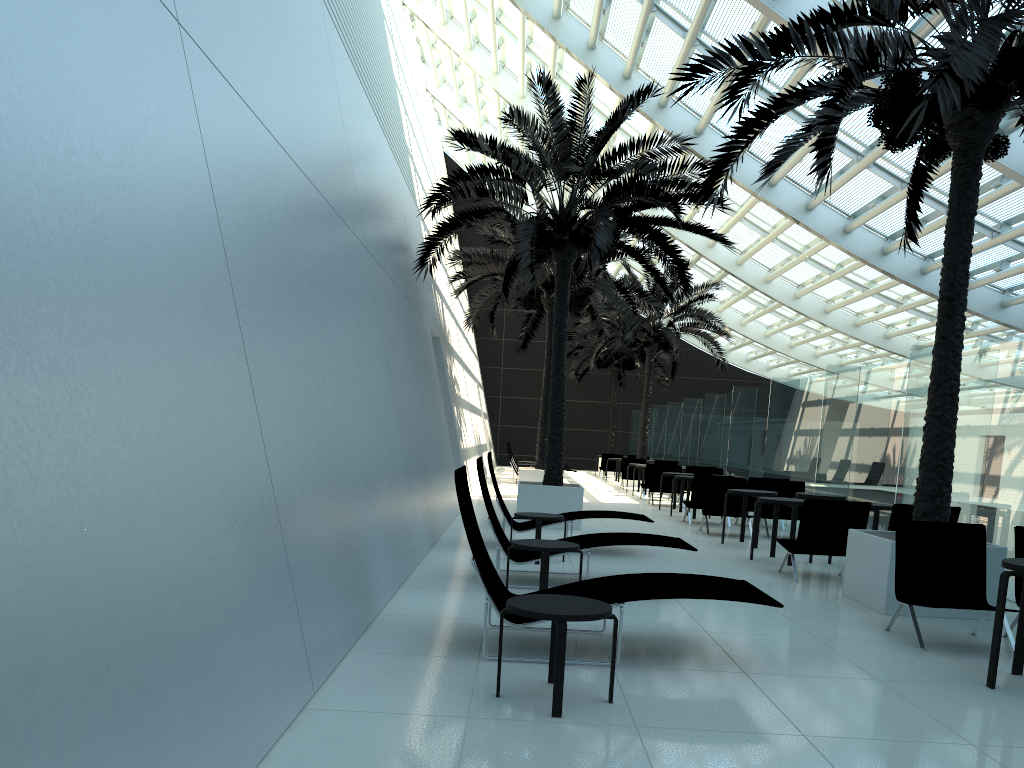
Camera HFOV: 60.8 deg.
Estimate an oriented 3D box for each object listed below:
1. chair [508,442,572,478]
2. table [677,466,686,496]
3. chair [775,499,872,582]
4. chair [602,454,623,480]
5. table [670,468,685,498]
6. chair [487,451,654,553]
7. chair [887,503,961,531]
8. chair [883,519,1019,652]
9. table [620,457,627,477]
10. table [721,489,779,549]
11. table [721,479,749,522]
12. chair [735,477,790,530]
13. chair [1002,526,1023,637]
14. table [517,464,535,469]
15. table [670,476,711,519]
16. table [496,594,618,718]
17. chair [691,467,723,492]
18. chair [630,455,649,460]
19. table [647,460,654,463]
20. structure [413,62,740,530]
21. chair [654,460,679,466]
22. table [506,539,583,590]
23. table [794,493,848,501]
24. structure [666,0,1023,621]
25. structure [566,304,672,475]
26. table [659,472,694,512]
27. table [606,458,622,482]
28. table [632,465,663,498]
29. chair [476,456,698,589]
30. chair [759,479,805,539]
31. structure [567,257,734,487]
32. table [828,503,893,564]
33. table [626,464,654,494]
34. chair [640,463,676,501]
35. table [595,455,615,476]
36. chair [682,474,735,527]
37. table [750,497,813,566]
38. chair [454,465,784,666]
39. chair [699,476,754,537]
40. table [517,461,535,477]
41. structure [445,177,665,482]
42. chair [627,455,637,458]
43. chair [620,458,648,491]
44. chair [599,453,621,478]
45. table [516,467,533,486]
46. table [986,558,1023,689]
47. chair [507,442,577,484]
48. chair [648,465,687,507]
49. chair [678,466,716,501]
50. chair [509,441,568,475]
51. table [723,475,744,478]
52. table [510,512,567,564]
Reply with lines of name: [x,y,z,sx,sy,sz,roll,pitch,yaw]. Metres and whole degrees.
chair: [0.870,2.462,27.619,2.036,1.170,0.913,3,3,0]
table: [4.465,2.617,23.615,0.674,0.789,0.678,5,3,39]
chair: [3.378,1.684,9.576,0.716,0.896,0.879,3,2,1]
chair: [3.578,2.919,30.577,0.716,0.896,0.879,3,2,1]
table: [4.442,2.532,22.185,0.673,0.789,0.679,6,4,43]
chair: [0.698,1.476,10.862,2.036,1.170,0.913,3,3,0]
chair: [4.309,1.733,9.573,0.716,0.896,0.879,3,2,1]
chair: [3.331,1.500,6.452,0.716,0.896,0.879,3,2,1]
table: [4.557,3.195,33.453,0.680,0.789,0.672,1,4,-42]
table: [3.382,1.904,12.375,0.674,0.789,0.678,5,3,39]
table: [4.384,2.200,16.546,0.673,0.789,0.679,6,4,43]
chair: [4.368,2.074,15.363,0.716,0.896,0.879,3,2,1]
chair: [4.262,1.549,6.449,0.716,0.896,0.879,3,2,1]
table: [0.459,2.701,26.498,0.549,0.522,0.554,5,2,43]
table: [3.416,2.149,16.549,0.673,0.789,0.679,6,4,43]
table: [0.235,1.413,4.600,0.549,0.522,0.554,5,2,43]
chair: [4.394,2.305,19.306,0.716,0.896,0.879,3,2,1]
chair: [4.509,2.968,30.574,0.716,0.896,0.879,3,2,1]
table: [4.523,2.950,29.279,0.674,0.789,0.678,5,3,39]
structure: [0.842,-1.200,13.302,4.649,6.906,4.222,2,4,-21]
chair: [4.451,2.634,24.886,0.716,0.896,0.879,3,2,1]
table: [0.261,1.564,7.171,0.549,0.522,0.554,5,2,43]
table: [4.350,1.955,12.372,0.674,0.789,0.678,5,3,39]
structure: [3.943,-1.463,7.565,4.801,7.094,4.412,4,4,19]
structure: [4.243,0.142,34.837,4.464,7.092,4.747,1,4,-21]
table: [3.440,2.236,18.014,0.674,0.789,0.678,5,3,39]
table: [3.555,2.899,29.282,0.674,0.789,0.678,5,3,39]
table: [3.473,2.481,22.188,0.673,0.789,0.679,6,4,43]
chair: [0.672,1.325,8.291,2.036,1.170,0.913,3,3,0]
chair: [4.336,1.973,13.654,0.716,0.896,0.879,3,2,1]
structure: [4.133,-0.338,26.697,4.827,7.094,4.388,3,4,-6]
table: [4.325,1.860,10.756,0.673,0.789,0.679,6,4,43]
table: [3.497,2.566,23.618,0.674,0.789,0.678,5,3,39]
chair: [3.495,2.357,21.005,0.716,0.896,0.879,3,2,1]
table: [3.588,3.144,33.456,0.680,0.789,0.672,1,4,-42]
chair: [3.437,2.025,15.366,0.716,0.896,0.879,3,2,1]
table: [3.356,1.809,10.759,0.673,0.789,0.679,6,4,43]
chair: [0.646,1.173,5.721,2.036,1.170,0.913,3,3,0]
chair: [3.405,1.924,13.658,0.716,0.896,0.879,3,2,1]
table: [0.486,2.857,29.149,0.549,0.522,0.554,5,2,43]
structure: [0.700,-0.889,19.297,4.253,6.967,4.618,6,5,34]
chair: [4.541,3.069,32.270,0.716,0.896,0.879,3,2,1]
chair: [3.520,2.584,24.889,0.716,0.896,0.879,3,2,1]
chair: [3.610,3.019,32.273,0.716,0.896,0.879,3,2,1]
table: [0.433,2.550,23.927,0.549,0.522,0.553,4,2,39]
table: [3.310,1.487,5.284,0.680,0.789,0.672,1,4,-42]
chair: [0.844,2.310,25.048,2.036,1.170,0.913,3,3,0]
chair: [3.463,2.256,19.309,0.716,0.896,0.879,3,2,1]
chair: [4.426,2.406,21.002,0.716,0.896,0.879,3,2,1]
chair: [0.897,2.618,30.269,2.036,1.170,0.913,3,3,0]
table: [4.408,2.287,18.011,0.674,0.789,0.678,5,3,39]
table: [0.288,1.716,9.741,0.549,0.522,0.554,5,2,43]
